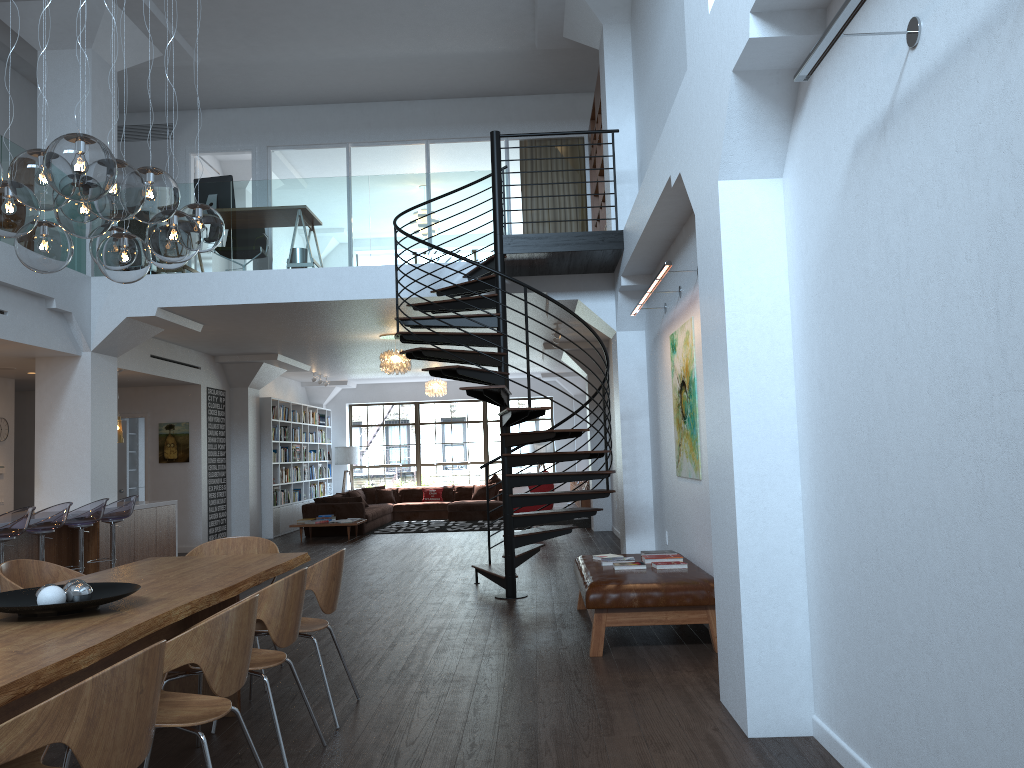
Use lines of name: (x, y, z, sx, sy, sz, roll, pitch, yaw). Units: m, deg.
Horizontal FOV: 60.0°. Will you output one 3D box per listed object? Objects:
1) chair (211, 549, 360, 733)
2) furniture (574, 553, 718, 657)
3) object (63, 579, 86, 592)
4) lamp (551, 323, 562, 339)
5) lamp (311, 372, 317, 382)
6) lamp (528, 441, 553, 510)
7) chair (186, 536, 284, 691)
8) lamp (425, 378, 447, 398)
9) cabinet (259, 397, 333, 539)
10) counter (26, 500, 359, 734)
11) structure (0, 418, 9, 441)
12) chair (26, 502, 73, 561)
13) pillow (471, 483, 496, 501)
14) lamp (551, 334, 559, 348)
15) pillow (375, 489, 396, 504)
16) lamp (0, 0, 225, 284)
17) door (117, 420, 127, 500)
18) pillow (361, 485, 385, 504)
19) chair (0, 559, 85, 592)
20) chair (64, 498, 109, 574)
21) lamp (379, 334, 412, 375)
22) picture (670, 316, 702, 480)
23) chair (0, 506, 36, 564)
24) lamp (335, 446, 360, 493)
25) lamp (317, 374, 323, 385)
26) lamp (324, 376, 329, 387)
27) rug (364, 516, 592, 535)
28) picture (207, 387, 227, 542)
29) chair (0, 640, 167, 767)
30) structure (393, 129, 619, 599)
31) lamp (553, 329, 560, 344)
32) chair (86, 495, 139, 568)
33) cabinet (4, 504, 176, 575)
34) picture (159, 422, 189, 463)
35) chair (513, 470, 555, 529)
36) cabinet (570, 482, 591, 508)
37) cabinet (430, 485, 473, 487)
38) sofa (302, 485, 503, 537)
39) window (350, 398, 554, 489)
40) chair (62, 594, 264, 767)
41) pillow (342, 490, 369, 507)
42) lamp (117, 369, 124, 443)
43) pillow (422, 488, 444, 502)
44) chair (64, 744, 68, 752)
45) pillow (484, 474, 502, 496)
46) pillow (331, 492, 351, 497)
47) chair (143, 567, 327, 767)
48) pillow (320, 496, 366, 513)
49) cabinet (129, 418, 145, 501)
chair: (-1.154, 1.287, 4.597, 0.617, 0.830, 0.629, -2, -4, 1)
furniture: (0.947, 1.555, 6.512, 0.907, 0.453, 1.819, -2, -4, 1)
object: (-1.745, 0.832, 3.548, 0.100, 0.100, 0.100, 2, -6, -44)
lamp: (0.601, -0.698, 11.758, 0.120, 0.211, 0.111, 0, -5, -24)
lamp: (-3.803, -0.130, 17.041, 0.111, 0.211, 0.120, -5, -5, 35)
lamp: (0.656, 2.016, 19.510, 0.545, 1.579, 0.545, -3, -5, 12)
chair: (-1.714, 1.368, 5.366, 0.629, 0.833, 0.618, -2, -4, -4)
lamp: (-1.493, -0.011, 17.404, 0.441, 0.539, 0.442, -6, -6, 44)
cabinet: (-4.279, 1.609, 17.437, 0.461, 2.414, 4.500, -2, -4, 1)
counter: (-3.883, 1.585, 7.339, 3.039, 0.860, 8.182, 0, -5, -28)
structure: (-6.501, 0.579, 11.276, 0.040, 0.300, 0.300, -2, -4, 1)
chair: (-4.067, 1.537, 7.658, 0.481, 1.014, 0.530, -2, -4, -1)
pillow: (-0.604, 2.273, 18.675, 0.542, 0.362, 0.248, -4, -5, 22)
lamp: (0.628, -0.619, 12.779, 0.111, 0.211, 0.120, -5, -5, 35)
pillow: (-2.694, 2.368, 18.700, 0.489, 0.337, 0.238, 0, -5, -29)
lamp: (-1.857, -1.554, 3.981, 0.849, 2.140, 1.787, -2, -4, 0)
door: (-6.535, 1.610, 14.118, 0.826, 2.032, 0.174, -2, -4, 1)
pillow: (-2.884, 2.364, 18.802, 0.580, 0.418, 0.334, 0, -5, -25)
chair: (-2.337, 1.333, 4.631, 0.618, 0.833, 0.629, -2, -4, -1)
chair: (-4.034, 1.585, 8.293, 0.481, 1.014, 0.530, -2, -4, -1)
lamp: (-1.624, -0.401, 12.360, 0.441, 0.539, 0.442, -6, -6, 44)
picture: (1.367, 0.141, 7.039, 0.010, 1.200, 1.095, -2, -4, 1)
chair: (-4.055, 1.487, 7.027, 0.481, 1.014, 0.530, -2, -4, 3)
lamp: (-3.650, 2.184, 19.713, 0.545, 1.579, 0.545, -1, -5, -10)
lamp: (-3.790, -0.091, 17.545, 0.120, 0.211, 0.111, 2, -6, -39)
lamp: (-3.776, -0.052, 18.062, 0.120, 0.211, 0.111, 0, -5, -24)
rug: (-0.468, 2.621, 16.642, 4.200, 0.007, 3.100, -2, -4, 3)
picture: (-4.623, 1.260, 13.917, 0.021, 2.380, 0.800, -2, -4, 2)
chair: (-1.213, 1.111, 2.293, 0.618, 0.833, 0.629, -2, -4, 1)
structure: (-0.084, -0.228, 8.272, 1.998, 4.352, 1.998, 1, -6, -38)
lamp: (0.615, -0.658, 12.275, 0.120, 0.211, 0.111, 2, -6, -39)
chair: (-4.017, 1.634, 8.921, 0.481, 1.014, 0.530, -2, -4, 3)
cabinet: (-4.753, 1.767, 8.977, 0.898, 0.796, 4.493, -2, -4, 1)
picture: (-5.072, 0.882, 13.305, 0.450, 0.600, 0.030, -2, -4, 1)
chair: (0.319, 1.936, 14.646, 0.801, 1.006, 0.798, -4, -5, 27)
cabinet: (1.453, 2.151, 17.247, 0.459, 0.350, 4.501, -2, -4, 1)
cabinet: (-1.346, 2.580, 19.688, 1.520, 0.625, 0.350, -2, -4, 1)
sofa: (-1.821, 2.382, 17.207, 3.481, 0.664, 4.197, -2, -4, 1)
window: (-1.378, 1.363, 20.329, 4.648, 1.905, 0.114, -2, -4, 1)
chair: (-1.180, 1.170, 3.070, 0.618, 0.833, 0.629, -2, -4, 1)
pillow: (-3.047, 2.260, 17.190, 0.325, 0.391, 0.625, -3, -5, 18)
lamp: (-4.850, 0.272, 10.894, 0.149, 0.900, 0.149, 2, -6, -44)
pillow: (-1.681, 2.357, 18.816, 0.465, 0.308, 0.220, -2, -4, -3)
chair: (-2.375, 1.273, 3.854, 0.618, 0.833, 0.629, -2, -4, 1)
pillow: (-0.397, 2.196, 18.841, 0.651, 0.587, 0.335, 0, -5, -20)
pillow: (-2.977, 2.124, 15.766, 0.269, 0.411, 0.559, 2, -6, -43)
chair: (-1.180, 1.230, 3.832, 0.618, 0.833, 0.629, -2, -4, 3)
pillow: (-2.945, 2.144, 15.497, 0.750, 0.364, 0.289, -2, -4, 1)
cabinet: (-6.760, 1.202, 14.810, 0.527, 2.991, 2.630, -2, -4, 1)
